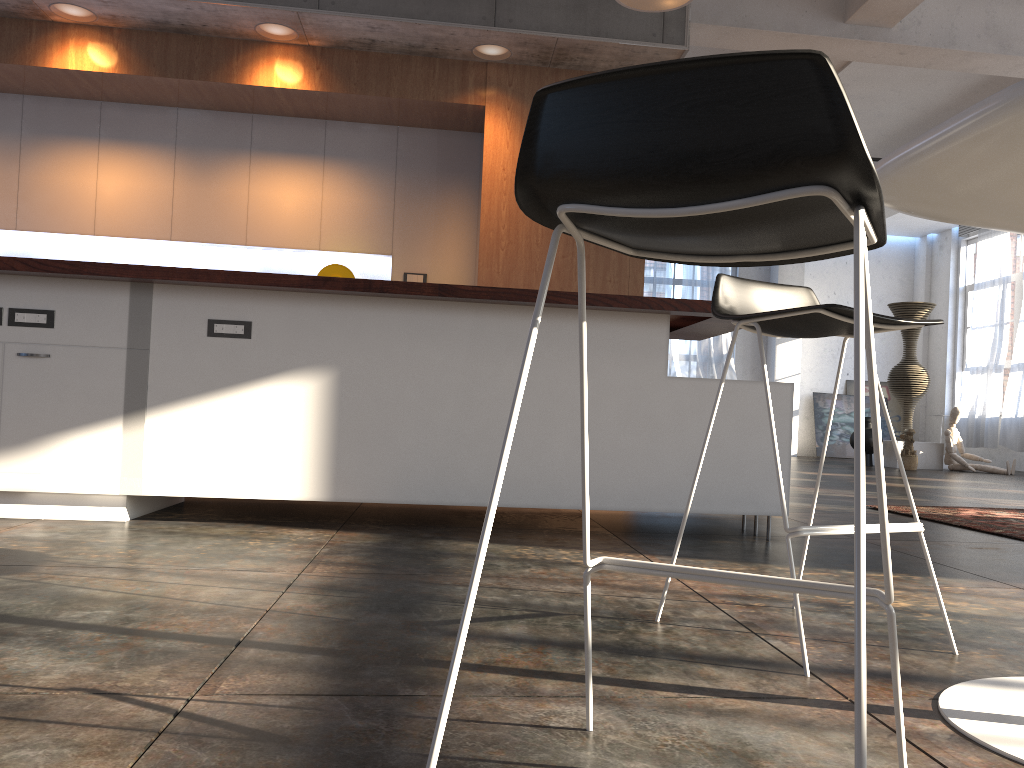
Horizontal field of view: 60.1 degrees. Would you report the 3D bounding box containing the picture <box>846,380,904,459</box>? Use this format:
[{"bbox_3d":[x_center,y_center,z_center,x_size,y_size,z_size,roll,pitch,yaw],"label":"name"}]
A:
[{"bbox_3d":[6.470,0.643,15.617,1.153,1.386,0.252,3,-1,-7],"label":"picture"}]

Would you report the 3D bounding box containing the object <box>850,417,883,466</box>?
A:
[{"bbox_3d":[4.991,0.811,12.479,0.452,0.693,0.433,4,-2,-41],"label":"object"}]

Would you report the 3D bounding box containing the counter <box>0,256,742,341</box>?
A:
[{"bbox_3d":[-2.301,0.025,3.688,6.689,0.971,1.136,3,-2,-7],"label":"counter"}]

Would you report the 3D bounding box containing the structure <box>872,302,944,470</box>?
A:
[{"bbox_3d":[5.630,0.037,12.561,0.680,2.325,0.747,3,-1,-6],"label":"structure"}]

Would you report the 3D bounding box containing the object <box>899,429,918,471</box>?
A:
[{"bbox_3d":[5.211,0.893,11.635,0.236,0.600,0.223,2,-1,22],"label":"object"}]

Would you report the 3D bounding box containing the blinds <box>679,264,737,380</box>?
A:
[{"bbox_3d":[3.355,-1.070,14.735,1.062,3.500,0.995,3,-1,-5],"label":"blinds"}]

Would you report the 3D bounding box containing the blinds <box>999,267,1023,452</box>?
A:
[{"bbox_3d":[7.460,-0.878,12.587,0.316,3.712,1.020,3,-1,-6],"label":"blinds"}]

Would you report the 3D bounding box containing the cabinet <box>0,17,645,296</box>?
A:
[{"bbox_3d":[-3.275,-0.886,6.422,8.147,2.561,2.368,3,-2,-7],"label":"cabinet"}]

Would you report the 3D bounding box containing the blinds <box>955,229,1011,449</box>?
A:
[{"bbox_3d":[7.352,-0.849,13.768,0.341,3.696,1.029,3,-1,-8],"label":"blinds"}]

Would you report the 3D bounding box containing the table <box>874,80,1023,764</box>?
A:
[{"bbox_3d":[1.043,0.098,1.425,0.833,0.951,0.825,3,-1,-6],"label":"table"}]

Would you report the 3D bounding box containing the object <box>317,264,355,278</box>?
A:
[{"bbox_3d":[-1.158,-0.599,5.856,0.276,0.381,0.099,3,-1,-7],"label":"object"}]

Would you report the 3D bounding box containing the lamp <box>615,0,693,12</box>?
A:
[{"bbox_3d":[0.514,-2.073,4.256,0.986,0.130,1.103,1,-3,41],"label":"lamp"}]

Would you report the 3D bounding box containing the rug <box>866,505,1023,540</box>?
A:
[{"bbox_3d":[3.245,0.757,4.197,1.863,0.029,2.872,3,-2,-5],"label":"rug"}]

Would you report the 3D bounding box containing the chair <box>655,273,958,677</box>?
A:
[{"bbox_3d":[0.667,0.192,2.004,0.472,0.895,0.496,3,-1,-29],"label":"chair"}]

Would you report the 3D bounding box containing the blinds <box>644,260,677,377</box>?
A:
[{"bbox_3d":[2.442,-1.074,14.763,0.696,3.558,0.873,3,-1,-6],"label":"blinds"}]

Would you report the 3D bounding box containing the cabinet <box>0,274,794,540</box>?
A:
[{"bbox_3d":[-1.691,0.084,3.751,5.676,0.930,0.918,3,-2,-7],"label":"cabinet"}]

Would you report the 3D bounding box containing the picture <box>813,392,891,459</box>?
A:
[{"bbox_3d":[5.941,0.741,15.449,1.441,1.141,0.303,3,-1,-9],"label":"picture"}]
